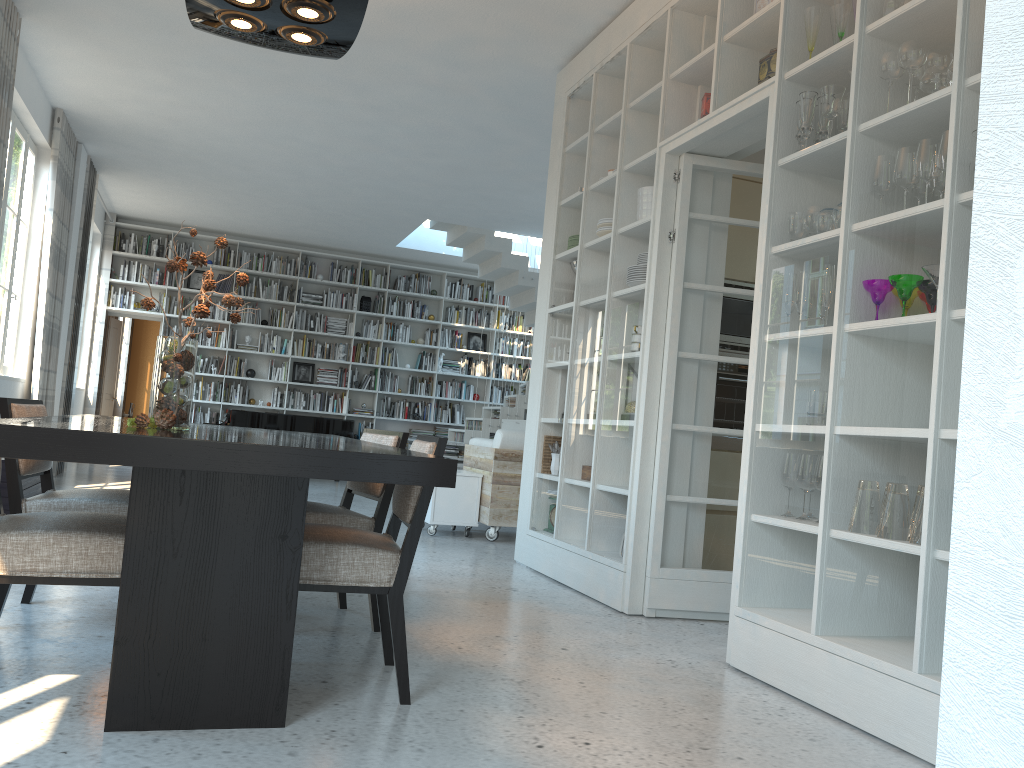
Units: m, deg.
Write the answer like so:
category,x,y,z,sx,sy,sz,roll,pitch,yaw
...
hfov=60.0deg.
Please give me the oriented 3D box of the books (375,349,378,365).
category,x,y,z,sx,sy,sz,roll,pitch,yaw
books,-1.984,-0.389,12.890,0.019,0.247,0.149,6,-3,-19

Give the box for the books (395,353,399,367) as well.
category,x,y,z,sx,sy,sz,roll,pitch,yaw
books,-1.687,-0.339,12.958,0.051,0.210,0.176,6,-3,-19

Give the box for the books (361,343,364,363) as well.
category,x,y,z,sx,sy,sz,roll,pitch,yaw
books,-2.174,-0.434,12.802,0.019,0.294,0.163,6,-3,-19

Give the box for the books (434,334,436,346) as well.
category,x,y,z,sx,sy,sz,roll,pitch,yaw
books,-1.157,-0.648,13.154,0.013,0.204,0.173,6,-3,-19

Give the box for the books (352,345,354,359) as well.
category,x,y,z,sx,sy,sz,roll,pitch,yaw
books,-2.310,-0.429,12.774,0.015,0.255,0.150,6,-3,-19

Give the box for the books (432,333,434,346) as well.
category,x,y,z,sx,sy,sz,roll,pitch,yaw
books,-1.188,-0.650,13.155,0.013,0.202,0.173,6,-3,-19

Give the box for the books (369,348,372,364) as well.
category,x,y,z,sx,sy,sz,roll,pitch,yaw
books,-2.059,-0.396,12.824,0.027,0.242,0.188,6,-3,-19

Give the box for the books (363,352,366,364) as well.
category,x,y,z,sx,sy,sz,roll,pitch,yaw
books,-2.145,-0.373,12.839,0.030,0.181,0.131,6,-3,-19

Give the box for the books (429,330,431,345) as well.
category,x,y,z,sx,sy,sz,roll,pitch,yaw
books,-1.239,-0.676,13.143,0.016,0.243,0.151,6,-3,-19

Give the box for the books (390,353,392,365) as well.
category,x,y,z,sx,sy,sz,roll,pitch,yaw
books,-1.789,-0.349,12.943,0.014,0.209,0.156,6,-3,-19

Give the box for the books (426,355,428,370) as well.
category,x,y,z,sx,sy,sz,roll,pitch,yaw
books,-1.271,-0.318,13.116,0.015,0.259,0.152,6,-3,-19

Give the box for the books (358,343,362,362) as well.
category,x,y,z,sx,sy,sz,roll,pitch,yaw
books,-2.213,-0.437,12.802,0.035,0.293,0.145,6,-3,-19

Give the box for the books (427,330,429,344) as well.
category,x,y,z,sx,sy,sz,roll,pitch,yaw
books,-1.266,-0.673,13.134,0.012,0.232,0.154,6,-3,-19

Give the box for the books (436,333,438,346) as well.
category,x,y,z,sx,sy,sz,roll,pitch,yaw
books,-1.135,-0.647,13.166,0.012,0.206,0.169,6,-3,-19

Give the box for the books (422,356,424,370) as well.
category,x,y,z,sx,sy,sz,roll,pitch,yaw
books,-1.330,-0.300,13.093,0.006,0.209,0.188,6,-3,-19

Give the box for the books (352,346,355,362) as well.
category,x,y,z,sx,sy,sz,roll,pitch,yaw
books,-2.294,-0.422,12.778,0.014,0.244,0.145,6,-3,-19

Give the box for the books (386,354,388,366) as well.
category,x,y,z,sx,sy,sz,roll,pitch,yaw
books,-1.838,-0.346,12.924,0.014,0.192,0.147,6,-3,-19

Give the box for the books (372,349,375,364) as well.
category,x,y,z,sx,sy,sz,roll,pitch,yaw
books,-2.021,-0.389,12.866,0.028,0.239,0.145,6,-3,-19

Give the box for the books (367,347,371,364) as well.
category,x,y,z,sx,sy,sz,roll,pitch,yaw
books,-2.089,-0.404,12.840,0.033,0.253,0.174,6,-3,-19

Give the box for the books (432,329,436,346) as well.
category,x,y,z,sx,sy,sz,roll,pitch,yaw
books,-1.168,-0.676,13.152,0.016,0.256,0.176,6,-3,-19

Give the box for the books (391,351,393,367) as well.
category,x,y,z,sx,sy,sz,roll,pitch,yaw
books,-1.767,-0.363,12.955,0.017,0.242,0.132,6,-3,-19

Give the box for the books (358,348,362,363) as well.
category,x,y,z,sx,sy,sz,roll,pitch,yaw
books,-2.194,-0.405,12.798,0.015,0.231,0.180,6,-3,-19

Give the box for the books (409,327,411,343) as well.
category,x,y,z,sx,sy,sz,roll,pitch,yaw
books,-1.505,-0.710,13.056,0.034,0.254,0.161,6,-3,-19

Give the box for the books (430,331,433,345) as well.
category,x,y,z,sx,sy,sz,roll,pitch,yaw
books,-1.214,-0.665,13.153,0.016,0.228,0.160,6,-3,-19

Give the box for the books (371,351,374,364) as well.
category,x,y,z,sx,sy,sz,roll,pitch,yaw
books,-2.041,-0.375,12.839,0.034,0.204,0.181,6,-3,-19

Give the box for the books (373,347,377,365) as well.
category,x,y,z,sx,sy,sz,roll,pitch,yaw
books,-1.996,-0.400,12.870,0.032,0.266,0.143,6,-3,-19

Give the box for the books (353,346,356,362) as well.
category,x,y,z,sx,sy,sz,roll,pitch,yaw
books,-2.284,-0.421,12.794,0.013,0.246,0.176,6,-3,-19

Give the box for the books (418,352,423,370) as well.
category,x,y,z,sx,sy,sz,roll,pitch,yaw
books,-1.350,-0.329,13.093,0.021,0.264,0.174,6,-3,-19

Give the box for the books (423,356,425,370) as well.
category,x,y,z,sx,sy,sz,roll,pitch,yaw
books,-1.321,-0.303,13.096,0.013,0.219,0.187,6,-3,-19

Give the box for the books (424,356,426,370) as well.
category,x,y,z,sx,sy,sz,roll,pitch,yaw
books,-1.304,-0.306,13.120,0.007,0.229,0.146,6,-3,-19

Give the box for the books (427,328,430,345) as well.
category,x,y,z,sx,sy,sz,roll,pitch,yaw
books,-1.248,-0.690,13.128,0.015,0.267,0.164,6,-3,-19

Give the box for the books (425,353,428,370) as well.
category,x,y,z,sx,sy,sz,roll,pitch,yaw
books,-1.286,-0.322,13.111,0.018,0.263,0.165,6,-3,-19

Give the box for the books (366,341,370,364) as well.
category,x,y,z,sx,sy,sz,roll,pitch,yaw
books,-2.101,-0.448,12.833,0.021,0.337,0.169,6,-3,-19

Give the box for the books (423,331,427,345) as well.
category,x,y,z,sx,sy,sz,roll,pitch,yaw
books,-1.287,-0.669,13.133,0.015,0.220,0.140,6,-3,-19

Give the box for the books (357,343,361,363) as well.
category,x,y,z,sx,sy,sz,roll,pitch,yaw
books,-2.220,-0.439,12.784,0.035,0.293,0.145,6,-3,-19

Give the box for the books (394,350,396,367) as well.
category,x,y,z,sx,sy,sz,roll,pitch,yaw
books,-1.722,-0.364,12.975,0.007,0.254,0.161,6,-3,-19

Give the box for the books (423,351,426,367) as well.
category,x,y,z,sx,sy,sz,roll,pitch,yaw
books,-1.310,-0.340,13.117,0.013,0.295,0.154,6,-3,-19

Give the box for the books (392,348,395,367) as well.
category,x,y,z,sx,sy,sz,roll,pitch,yaw
books,-1.739,-0.383,12.961,0.013,0.287,0.159,6,-3,-19

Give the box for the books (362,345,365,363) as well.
category,x,y,z,sx,sy,sz,roll,pitch,yaw
books,-2.164,-0.424,12.830,0.035,0.278,0.139,6,-3,-19

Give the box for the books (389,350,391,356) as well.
category,x,y,z,sx,sy,sz,roll,pitch,yaw
books,-1.797,-0.367,12.940,0.008,0.242,0.169,6,-3,-19

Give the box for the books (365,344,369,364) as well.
category,x,y,z,sx,sy,sz,roll,pitch,yaw
books,-2.109,-0.427,12.810,0.019,0.293,0.182,6,-3,-19

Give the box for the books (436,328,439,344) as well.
category,x,y,z,sx,sy,sz,roll,pitch,yaw
books,-1.122,-0.681,13.164,0.005,0.278,0.182,6,-3,-19

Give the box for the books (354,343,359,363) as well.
category,x,y,z,sx,sy,sz,roll,pitch,yaw
books,-2.245,-0.441,12.779,0.035,0.293,0.145,6,-3,-19

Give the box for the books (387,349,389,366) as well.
category,x,y,z,sx,sy,sz,roll,pitch,yaw
books,-1.824,-0.376,12.935,0.013,0.256,0.144,6,-3,-19

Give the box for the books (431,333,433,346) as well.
category,x,y,z,sx,sy,sz,roll,pitch,yaw
books,-1.203,-0.653,13.162,0.012,0.206,0.137,6,-3,-19

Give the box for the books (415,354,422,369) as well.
category,x,y,z,sx,sy,sz,roll,pitch,yaw
books,-1.388,-0.320,13.087,0.056,0.241,0.153,6,-3,-19

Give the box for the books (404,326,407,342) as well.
category,x,y,z,sx,sy,sz,roll,pitch,yaw
books,-1.585,-0.723,13.031,0.024,0.262,0.133,6,-3,-19

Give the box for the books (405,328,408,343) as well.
category,x,y,z,sx,sy,sz,roll,pitch,yaw
books,-1.560,-0.706,13.024,0.021,0.232,0.183,6,-3,-19

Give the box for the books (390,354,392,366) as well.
category,x,y,z,sx,sy,sz,roll,pitch,yaw
books,-1.776,-0.350,12.939,0.007,0.211,0.158,6,-3,-19

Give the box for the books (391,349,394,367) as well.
category,x,y,z,sx,sy,sz,roll,pitch,yaw
books,-1.752,-0.376,12.950,0.006,0.270,0.178,6,-3,-19

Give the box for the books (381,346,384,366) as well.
category,x,y,z,sx,sy,sz,roll,pitch,yaw
books,-1.886,-0.400,12.900,0.035,0.287,0.191,6,-3,-19

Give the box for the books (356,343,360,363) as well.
category,x,y,z,sx,sy,sz,roll,pitch,yaw
books,-2.237,-0.440,12.794,0.035,0.293,0.145,6,-3,-19

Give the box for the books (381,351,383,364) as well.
category,x,y,z,sx,sy,sz,roll,pitch,yaw
books,-1.912,-0.368,12.901,0.015,0.220,0.155,6,-3,-19

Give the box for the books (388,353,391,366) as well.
category,x,y,z,sx,sy,sz,roll,pitch,yaw
books,-1.802,-0.344,12.910,0.017,0.192,0.191,6,-3,-19

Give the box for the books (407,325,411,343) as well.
category,x,y,z,sx,sy,sz,roll,pitch,yaw
books,-1.533,-0.724,13.022,0.024,0.272,0.169,6,-3,-19

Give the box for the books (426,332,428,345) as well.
category,x,y,z,sx,sy,sz,roll,pitch,yaw
books,-1.276,-0.661,13.133,0.005,0.205,0.154,6,-3,-19

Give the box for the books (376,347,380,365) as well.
category,x,y,z,sx,sy,sz,roll,pitch,yaw
books,-1.964,-0.397,12.894,0.033,0.268,0.142,6,-3,-19

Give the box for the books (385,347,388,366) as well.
category,x,y,z,sx,sy,sz,roll,pitch,yaw
books,-1.839,-0.391,12.900,0.013,0.279,0.191,6,-3,-19
